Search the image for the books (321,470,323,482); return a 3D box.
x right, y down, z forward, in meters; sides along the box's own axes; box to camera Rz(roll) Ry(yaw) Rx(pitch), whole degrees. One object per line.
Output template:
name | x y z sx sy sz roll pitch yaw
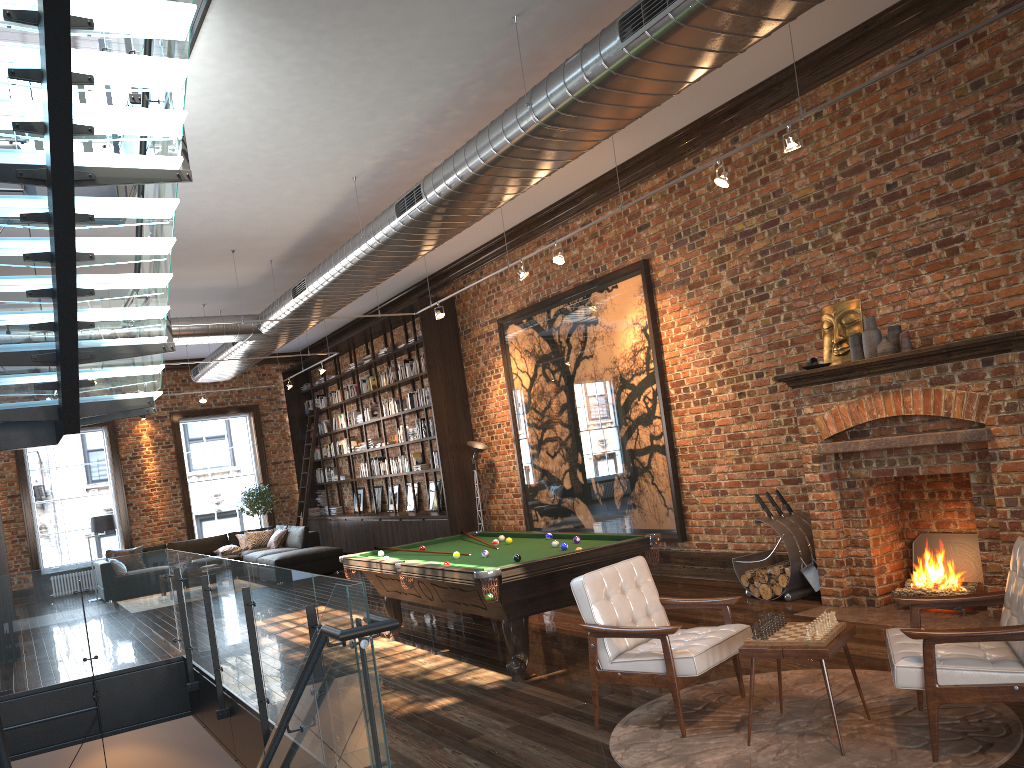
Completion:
books | -4.024 1.989 19.188 0.185 0.266 0.035 -7 0 -30

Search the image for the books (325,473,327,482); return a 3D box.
books | -3.947 1.978 19.040 0.187 0.244 0.026 -7 0 -30

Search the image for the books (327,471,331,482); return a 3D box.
books | -3.805 1.943 18.766 0.211 0.233 0.019 -7 0 -30

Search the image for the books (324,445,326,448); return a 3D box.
books | -3.896 1.424 18.822 0.158 0.285 0.014 -8 0 -30

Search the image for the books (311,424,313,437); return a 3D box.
books | -4.337 1.021 19.457 0.175 0.296 0.041 -7 0 -30

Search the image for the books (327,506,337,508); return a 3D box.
books | -3.882 2.636 18.995 0.176 0.005 0.259 -5 -5 -36

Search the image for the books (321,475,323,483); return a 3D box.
books | -4.048 2.028 19.230 0.167 0.202 0.034 -7 0 -30

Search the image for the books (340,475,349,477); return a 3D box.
books | -3.409 1.879 18.135 0.159 0.005 0.329 -6 -5 -26

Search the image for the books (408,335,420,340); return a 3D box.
books | -1.495 -0.743 14.201 0.201 0.015 0.363 -5 -5 -35

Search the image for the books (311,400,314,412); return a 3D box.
books | -4.216 0.473 19.113 0.181 0.283 0.045 -7 0 -30

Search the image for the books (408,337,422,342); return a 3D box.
books | -1.493 -0.714 14.200 0.229 0.018 0.316 -6 -5 -29

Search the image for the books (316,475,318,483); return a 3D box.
books | -4.224 2.081 19.533 0.175 0.190 0.033 -7 0 -30

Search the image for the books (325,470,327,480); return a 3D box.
books | -3.889 1.958 18.964 0.178 0.256 0.031 -7 0 -30

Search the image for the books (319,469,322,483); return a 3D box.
books | -4.076 1.985 19.275 0.183 0.301 0.015 -7 0 -30

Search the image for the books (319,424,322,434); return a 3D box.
books | -4.002 0.962 18.860 0.190 0.229 0.034 -7 0 -30

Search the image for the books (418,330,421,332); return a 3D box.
books | -1.294 -0.855 13.813 0.230 0.016 0.331 -5 -5 -34

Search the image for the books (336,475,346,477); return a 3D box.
books | -3.584 1.918 18.439 0.159 0.007 0.329 -5 -5 -34

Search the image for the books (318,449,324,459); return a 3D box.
books | -4.089 1.513 19.144 0.186 0.211 0.035 -7 0 -30

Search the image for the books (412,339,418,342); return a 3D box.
books | -1.469 -0.699 14.212 0.184 0.017 0.252 -5 -5 -30

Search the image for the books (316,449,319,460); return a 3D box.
books | -4.136 1.512 19.210 0.188 0.237 0.025 -7 0 -30

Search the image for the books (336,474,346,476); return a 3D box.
books | -3.576 1.896 18.445 0.159 0.007 0.326 -5 -5 -30

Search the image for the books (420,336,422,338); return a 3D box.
books | -1.278 -0.752 13.815 0.224 0.021 0.266 -6 -5 -25

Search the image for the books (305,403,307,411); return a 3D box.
books | -4.432 0.538 19.478 0.177 0.269 0.012 -7 0 -30

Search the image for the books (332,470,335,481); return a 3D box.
books | -3.686 1.919 18.633 0.138 0.227 0.030 -7 0 -30

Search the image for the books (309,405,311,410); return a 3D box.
books | -4.331 0.553 19.313 0.181 0.186 0.032 -7 0 -30

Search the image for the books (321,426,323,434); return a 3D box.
books | -3.955 0.972 18.811 0.153 0.188 0.030 -7 0 -30

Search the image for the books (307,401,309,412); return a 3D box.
books | -4.376 0.514 19.383 0.174 0.286 0.016 -7 0 -30

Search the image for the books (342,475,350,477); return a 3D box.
books | -3.401 1.883 18.139 0.160 0.005 0.291 -5 -5 -29

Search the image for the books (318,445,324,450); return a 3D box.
books | -4.096 1.472 19.172 0.178 0.299 0.015 -7 0 -30

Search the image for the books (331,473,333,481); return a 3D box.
books | -3.724 1.950 18.692 0.147 0.184 0.060 -7 0 -30

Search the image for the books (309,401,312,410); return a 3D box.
books | -4.255 0.492 19.154 0.190 0.263 0.066 -7 0 -30

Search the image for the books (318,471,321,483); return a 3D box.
books | -4.136 2.019 19.384 0.176 0.266 0.026 -7 0 -30

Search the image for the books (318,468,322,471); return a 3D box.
books | -4.170 2.003 19.462 0.157 0.319 0.013 -8 0 -30

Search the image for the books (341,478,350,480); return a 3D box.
books | -3.394 1.943 18.143 0.160 0.005 0.291 -5 -5 -31

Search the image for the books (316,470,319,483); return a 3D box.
books | -4.201 2.024 19.511 0.180 0.294 0.051 -7 0 -30

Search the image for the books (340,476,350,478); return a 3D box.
books | -3.397 1.899 18.140 0.160 0.005 0.290 -5 -5 -30

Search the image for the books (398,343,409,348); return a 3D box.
books | -1.723 -0.632 14.588 0.219 0.019 0.331 -6 -5 -27

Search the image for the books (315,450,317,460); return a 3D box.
books | -4.206 1.542 19.371 0.180 0.220 0.012 -7 0 -30

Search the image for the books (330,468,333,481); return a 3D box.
books | -3.762 1.910 18.763 0.158 0.285 0.014 -8 0 -30

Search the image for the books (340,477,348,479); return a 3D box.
books | -3.402 1.916 18.136 0.160 0.005 0.293 -6 -5 -27

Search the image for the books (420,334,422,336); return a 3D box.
books | -1.272 -0.802 13.822 0.187 0.032 0.371 -5 -5 -35

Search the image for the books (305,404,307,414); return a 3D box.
books | -4.455 0.541 19.511 0.186 0.275 0.015 -7 0 -30

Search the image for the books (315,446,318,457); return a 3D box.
books | -4.166 1.489 19.264 0.186 0.297 0.016 -7 0 -30

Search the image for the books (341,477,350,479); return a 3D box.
books | -3.403 1.922 18.139 0.159 0.005 0.328 -5 -5 -34

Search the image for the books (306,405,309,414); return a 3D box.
books | -4.408 0.557 19.443 0.187 0.219 0.016 -7 0 -30

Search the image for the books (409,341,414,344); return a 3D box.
books | -1.490 -0.678 14.198 0.229 0.007 0.354 -6 -5 -28

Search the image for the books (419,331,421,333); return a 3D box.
books | -1.285 -0.841 13.817 0.211 0.012 0.343 -5 -5 -34

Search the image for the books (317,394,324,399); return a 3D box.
books | -4.038 0.396 18.798 0.167 0.338 0.016 -8 0 -30

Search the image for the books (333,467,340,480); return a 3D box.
books | -3.675 1.887 18.606 0.128 0.282 0.030 -8 0 -30

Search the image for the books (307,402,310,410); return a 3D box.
books | -4.352 0.516 19.339 0.176 0.269 0.029 -7 0 -30

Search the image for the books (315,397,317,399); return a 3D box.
books | -4.161 0.444 19.042 0.128 0.315 0.033 -8 0 -30

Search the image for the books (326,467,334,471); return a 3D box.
books | -3.855 1.923 18.880 0.164 0.304 0.013 -8 0 -30

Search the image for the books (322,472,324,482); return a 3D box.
books | -3.985 2.002 19.124 0.189 0.218 0.024 -7 0 -30

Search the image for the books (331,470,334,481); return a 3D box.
books | -3.708 1.921 18.653 0.163 0.232 0.026 -7 0 -30

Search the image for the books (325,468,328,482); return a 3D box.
books | -3.861 1.929 18.898 0.187 0.296 0.024 -7 0 -30

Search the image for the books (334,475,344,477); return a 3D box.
books | -3.577 1.910 18.444 0.160 0.007 0.291 -5 -5 -29

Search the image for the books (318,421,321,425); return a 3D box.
books | -4.031 0.933 18.915 0.188 0.303 0.014 -7 0 -30
